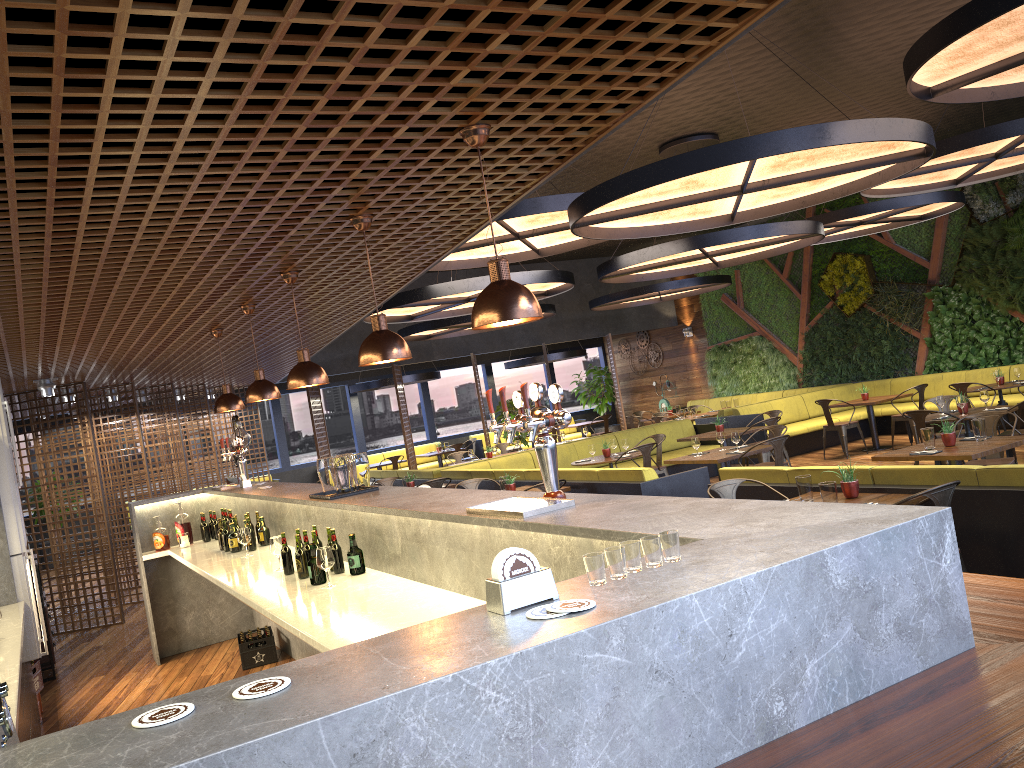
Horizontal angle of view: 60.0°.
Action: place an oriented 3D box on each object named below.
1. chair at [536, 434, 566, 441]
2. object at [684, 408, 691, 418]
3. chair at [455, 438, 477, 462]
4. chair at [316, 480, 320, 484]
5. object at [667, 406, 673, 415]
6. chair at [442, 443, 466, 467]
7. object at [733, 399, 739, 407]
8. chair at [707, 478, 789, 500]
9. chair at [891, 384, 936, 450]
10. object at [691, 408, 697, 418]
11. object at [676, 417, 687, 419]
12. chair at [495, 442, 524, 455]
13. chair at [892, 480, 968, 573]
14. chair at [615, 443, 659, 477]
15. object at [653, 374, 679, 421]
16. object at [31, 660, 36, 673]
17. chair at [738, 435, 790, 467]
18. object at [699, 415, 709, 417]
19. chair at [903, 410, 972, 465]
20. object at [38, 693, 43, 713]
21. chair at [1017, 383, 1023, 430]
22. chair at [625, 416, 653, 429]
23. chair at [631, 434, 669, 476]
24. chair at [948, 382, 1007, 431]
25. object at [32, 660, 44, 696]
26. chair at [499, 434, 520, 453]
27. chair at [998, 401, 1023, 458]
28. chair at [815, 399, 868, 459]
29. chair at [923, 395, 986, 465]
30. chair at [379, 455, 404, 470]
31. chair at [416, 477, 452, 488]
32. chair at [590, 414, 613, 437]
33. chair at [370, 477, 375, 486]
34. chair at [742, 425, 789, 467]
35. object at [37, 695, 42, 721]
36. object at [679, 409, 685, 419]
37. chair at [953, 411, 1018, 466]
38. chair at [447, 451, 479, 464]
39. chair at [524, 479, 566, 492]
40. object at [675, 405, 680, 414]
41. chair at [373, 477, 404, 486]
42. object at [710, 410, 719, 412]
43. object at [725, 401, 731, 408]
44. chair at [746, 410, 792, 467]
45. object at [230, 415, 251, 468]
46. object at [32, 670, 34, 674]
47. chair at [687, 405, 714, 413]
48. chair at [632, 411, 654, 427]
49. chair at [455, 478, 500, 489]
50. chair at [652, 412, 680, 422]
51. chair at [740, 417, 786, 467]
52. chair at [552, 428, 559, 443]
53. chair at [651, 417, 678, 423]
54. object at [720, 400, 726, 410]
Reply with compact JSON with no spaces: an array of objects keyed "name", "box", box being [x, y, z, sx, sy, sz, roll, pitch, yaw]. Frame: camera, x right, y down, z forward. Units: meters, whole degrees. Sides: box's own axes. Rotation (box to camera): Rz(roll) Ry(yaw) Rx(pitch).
[{"name":"chair","box":[0.784,1.368,16.199,0.504,0.917,0.541,-9,-1,-28]},{"name":"object","box":[3.332,0.543,16.789,0.102,0.178,0.102,-9,-1,-43]},{"name":"chair","box":[-0.986,1.700,19.761,0.541,0.917,0.504,-9,-1,-28]},{"name":"chair","box":[-2.832,1.966,14.344,0.504,0.917,0.541,-9,-1,-28]},{"name":"object","box":[3.289,0.518,18.496,0.238,0.271,0.260,-10,-1,-7]},{"name":"chair","box":[-1.186,1.726,18.866,0.504,0.917,0.541,-9,-1,-28]},{"name":"object","box":[4.314,0.378,17.046,0.102,0.178,0.102,-9,-1,-43]},{"name":"chair","box":[1.709,1.123,6.138,0.504,0.917,0.541,-9,-1,-28]},{"name":"chair","box":[5.877,0.476,13.019,0.504,0.917,0.541,-9,-1,-28]},{"name":"object","box":[3.380,0.531,16.428,0.102,0.178,0.102,-10,0,7]},{"name":"object","box":[3.212,0.645,16.854,0.157,0.019,0.255,-9,-1,-29]},{"name":"chair","box":[0.006,1.497,15.765,0.504,0.917,0.541,-9,-1,-28]},{"name":"chair","box":[2.307,1.012,5.031,0.504,0.917,0.541,-9,-1,-28]},{"name":"chair","box":[1.570,1.188,10.847,0.504,0.917,0.541,-9,-1,-28]},{"name":"object","box":[3.774,0.555,21.349,0.459,1.615,0.848,-9,-1,-29]},{"name":"object","box":[-3.499,2.123,6.492,0.057,0.205,0.056,-9,-1,-18]},{"name":"chair","box":[2.629,0.993,9.085,0.504,0.917,0.541,-9,-1,-28]},{"name":"object","box":[3.512,0.589,16.313,0.255,0.019,0.157,-9,-1,-29]},{"name":"chair","box":[4.454,0.684,9.258,0.541,0.917,0.504,-9,-1,-28]},{"name":"object","box":[-3.793,2.424,6.800,0.277,0.206,0.416,-9,-1,-36]},{"name":"chair","box":[7.055,0.266,11.822,0.504,0.917,0.541,-9,-1,-28]},{"name":"chair","box":[2.673,1.065,18.144,0.541,0.917,0.504,-9,-1,-28]},{"name":"chair","box":[1.821,1.153,11.693,0.541,0.917,0.504,-9,-1,-28]},{"name":"chair","box":[6.281,0.398,11.985,0.541,0.917,0.504,-9,-1,-28]},{"name":"object","box":[-3.548,2.150,6.311,0.277,0.206,0.416,-10,-1,-15]},{"name":"chair","box":[-0.049,1.546,20.351,0.541,0.917,0.504,-9,-1,-28]},{"name":"chair","box":[5.318,0.537,9.178,0.541,0.917,0.504,-10,-1,43]},{"name":"chair","box":[4.910,0.643,13.306,0.541,0.917,0.504,-9,-1,-28]},{"name":"chair","box":[5.007,0.597,10.033,0.504,0.917,0.541,-10,-1,11]},{"name":"chair","box":[-2.423,1.930,18.177,0.504,0.917,0.541,-9,-1,-28]},{"name":"chair","box":[-0.951,1.616,10.906,0.504,0.917,0.541,-9,-1,-28]},{"name":"chair","box":[2.129,1.180,20.711,0.504,0.917,0.541,-9,-1,-28]},{"name":"chair","box":[-2.252,1.858,13.269,0.504,0.917,0.541,-9,-1,-28]},{"name":"chair","box":[2.893,0.956,10.029,0.541,0.917,0.504,-9,-1,-28]},{"name":"object","box":[-3.523,2.374,6.303,0.277,0.206,0.416,-9,-1,-25]},{"name":"object","box":[3.172,0.567,16.529,0.102,0.178,0.102,-9,-1,-43]},{"name":"chair","box":[4.157,0.721,7.705,0.504,0.917,0.541,-10,-1,39]},{"name":"chair","box":[-0.778,1.626,15.329,0.504,0.917,0.541,-9,-1,-28]},{"name":"chair","box":[0.313,1.381,8.534,0.504,0.917,0.541,-9,-1,-28]},{"name":"object","box":[3.471,0.534,18.522,0.102,0.178,0.102,-10,0,7]},{"name":"chair","box":[-1.541,1.726,11.999,0.504,0.917,0.541,-9,-1,-28]},{"name":"object","box":[3.938,0.525,17.258,0.157,0.019,0.255,-9,-1,-29]},{"name":"object","box":[4.115,0.410,16.838,0.102,0.178,0.102,-10,0,7]},{"name":"chair","box":[3.589,0.860,12.483,0.541,0.917,0.504,-9,-1,-28]},{"name":"object","box":[-2.886,0.802,9.441,0.263,0.944,0.566,-9,-1,-36]},{"name":"object","box":[-3.486,2.120,6.431,0.057,0.205,0.056,-10,-1,37]},{"name":"chair","box":[3.826,0.865,17.617,0.504,0.917,0.541,-9,-1,-28]},{"name":"chair","box":[2.949,1.027,19.149,0.504,0.917,0.541,-9,-1,-28]},{"name":"chair","box":[-0.276,1.491,9.625,0.504,0.917,0.541,-9,-1,-28]},{"name":"chair","box":[3.074,0.988,17.199,0.504,0.917,0.541,-9,-1,-28]},{"name":"chair","box":[3.293,0.902,11.580,0.504,0.917,0.541,-9,-1,-28]},{"name":"chair","box":[0.892,1.384,20.023,0.504,0.917,0.541,-9,-1,-28]},{"name":"chair","box":[2.904,1.009,16.240,0.541,0.917,0.504,-9,-1,-28]},{"name":"object","box":[4.105,0.415,17.219,0.102,0.178,0.102,-9,-1,-43]}]
